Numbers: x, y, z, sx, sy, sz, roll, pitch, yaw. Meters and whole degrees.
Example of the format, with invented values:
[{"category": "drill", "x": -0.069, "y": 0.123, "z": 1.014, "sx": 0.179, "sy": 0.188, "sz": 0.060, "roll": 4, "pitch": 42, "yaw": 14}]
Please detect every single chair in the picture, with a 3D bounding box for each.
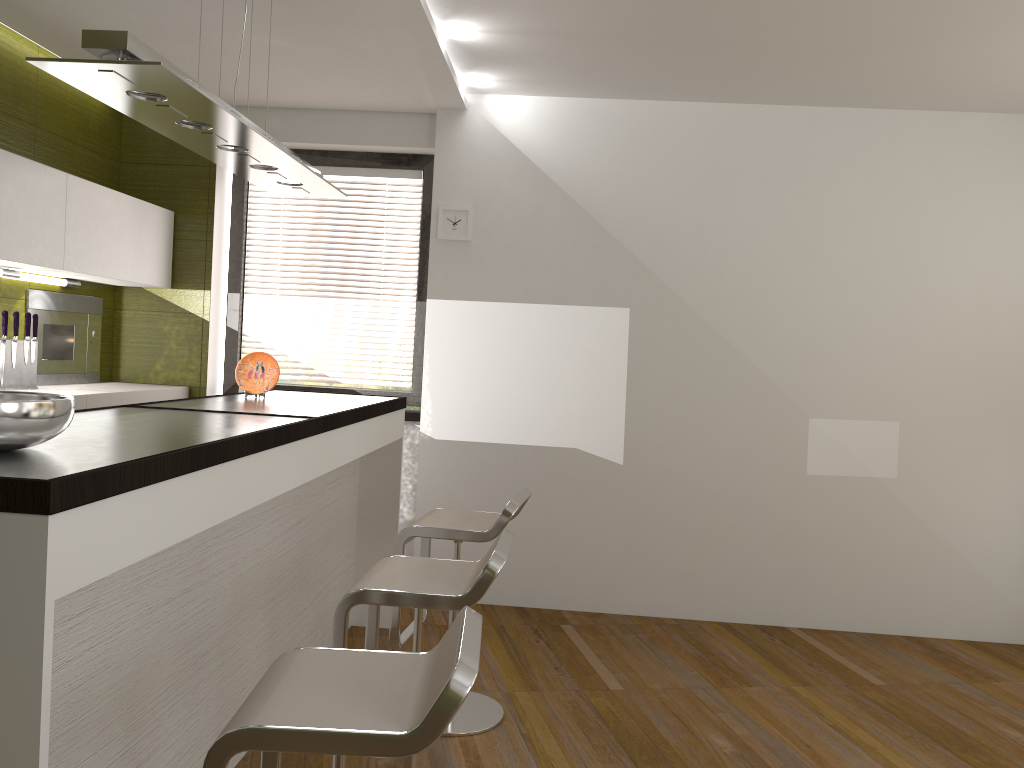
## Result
[{"category": "chair", "x": -0.253, "y": 0.846, "z": 2.501, "sx": 0.460, "sy": 0.857, "sz": 0.418, "roll": 3, "pitch": 2, "yaw": 4}, {"category": "chair", "x": -0.310, "y": 0.871, "z": 1.657, "sx": 0.460, "sy": 0.857, "sz": 0.418, "roll": 3, "pitch": 2, "yaw": -1}, {"category": "chair", "x": -0.195, "y": 0.820, "z": 3.346, "sx": 0.460, "sy": 0.857, "sz": 0.418, "roll": 4, "pitch": 2, "yaw": 9}]

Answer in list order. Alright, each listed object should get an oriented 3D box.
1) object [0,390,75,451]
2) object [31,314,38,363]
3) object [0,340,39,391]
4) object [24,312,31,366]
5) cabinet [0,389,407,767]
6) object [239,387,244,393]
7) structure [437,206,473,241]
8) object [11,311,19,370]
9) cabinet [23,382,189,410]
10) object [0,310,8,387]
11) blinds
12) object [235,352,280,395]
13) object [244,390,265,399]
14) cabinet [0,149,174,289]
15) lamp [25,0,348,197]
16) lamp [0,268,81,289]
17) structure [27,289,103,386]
[{"category": "object", "x": -1.026, "y": 0.074, "z": 1.728, "sx": 0.311, "sy": 0.105, "sz": 0.311, "roll": 4, "pitch": 2, "yaw": 17}, {"category": "object", "x": -2.189, "y": -0.206, "z": 4.058, "sx": 0.013, "sy": 0.231, "sz": 0.040, "roll": 3, "pitch": 2, "yaw": 4}, {"category": "object", "x": -2.244, "y": -0.083, "z": 3.954, "sx": 0.107, "sy": 0.227, "sz": 0.293, "roll": 3, "pitch": 2, "yaw": 4}, {"category": "object", "x": -2.192, "y": -0.203, "z": 4.008, "sx": 0.013, "sy": 0.243, "sz": 0.036, "roll": 3, "pitch": 2, "yaw": 4}, {"category": "cabinet", "x": -0.975, "y": 0.653, "z": 2.888, "sx": 0.663, "sy": 1.134, "sz": 2.947, "roll": 3, "pitch": 2, "yaw": 4}, {"category": "object", "x": -1.489, "y": 0.016, "z": 5.025, "sx": 0.106, "sy": 0.169, "sz": 0.057, "roll": 3, "pitch": 2, "yaw": -2}, {"category": "structure", "x": -0.307, "y": -0.864, "z": 4.774, "sx": 0.180, "sy": 0.180, "sz": 0.026, "roll": 3, "pitch": 2, "yaw": 4}, {"category": "object", "x": -2.199, "y": -0.190, "z": 3.920, "sx": 0.013, "sy": 0.264, "sz": 0.042, "roll": 3, "pitch": 2, "yaw": 4}, {"category": "cabinet", "x": -2.189, "y": 0.587, "z": 3.580, "sx": 0.465, "sy": 1.086, "sz": 2.940, "roll": 3, "pitch": 2, "yaw": 4}, {"category": "object", "x": -2.207, "y": -0.150, "z": 3.842, "sx": 0.013, "sy": 0.339, "sz": 0.046, "roll": 3, "pitch": 2, "yaw": 4}, {"category": "blinds", "x": -3.586, "y": -3.388, "z": 8.211, "sx": 9.030, "sy": 12.704, "sz": 16.000, "roll": 5, "pitch": 3, "yaw": 43}, {"category": "object", "x": -1.053, "y": -0.045, "z": 3.671, "sx": 0.184, "sy": 0.178, "sz": 0.055, "roll": 3, "pitch": 2, "yaw": 0}, {"category": "object", "x": -1.054, "y": -0.008, "z": 3.671, "sx": 0.088, "sy": 0.131, "sz": 0.072, "roll": 3, "pitch": 2, "yaw": -1}, {"category": "cabinet", "x": -2.302, "y": 0.087, "z": 3.306, "sx": 0.724, "sy": 2.089, "sz": 3.471, "roll": 3, "pitch": 2, "yaw": 4}, {"category": "lamp", "x": -0.887, "y": -1.102, "z": 2.865, "sx": 0.326, "sy": 0.683, "sz": 1.677, "roll": 3, "pitch": 2, "yaw": 4}, {"category": "lamp", "x": -2.263, "y": -0.505, "z": 4.265, "sx": 0.095, "sy": 0.041, "sz": 0.716, "roll": 3, "pitch": 2, "yaw": 4}, {"category": "structure", "x": -2.293, "y": -0.228, "z": 4.567, "sx": 0.015, "sy": 0.469, "sz": 0.663, "roll": 3, "pitch": 2, "yaw": 4}]
